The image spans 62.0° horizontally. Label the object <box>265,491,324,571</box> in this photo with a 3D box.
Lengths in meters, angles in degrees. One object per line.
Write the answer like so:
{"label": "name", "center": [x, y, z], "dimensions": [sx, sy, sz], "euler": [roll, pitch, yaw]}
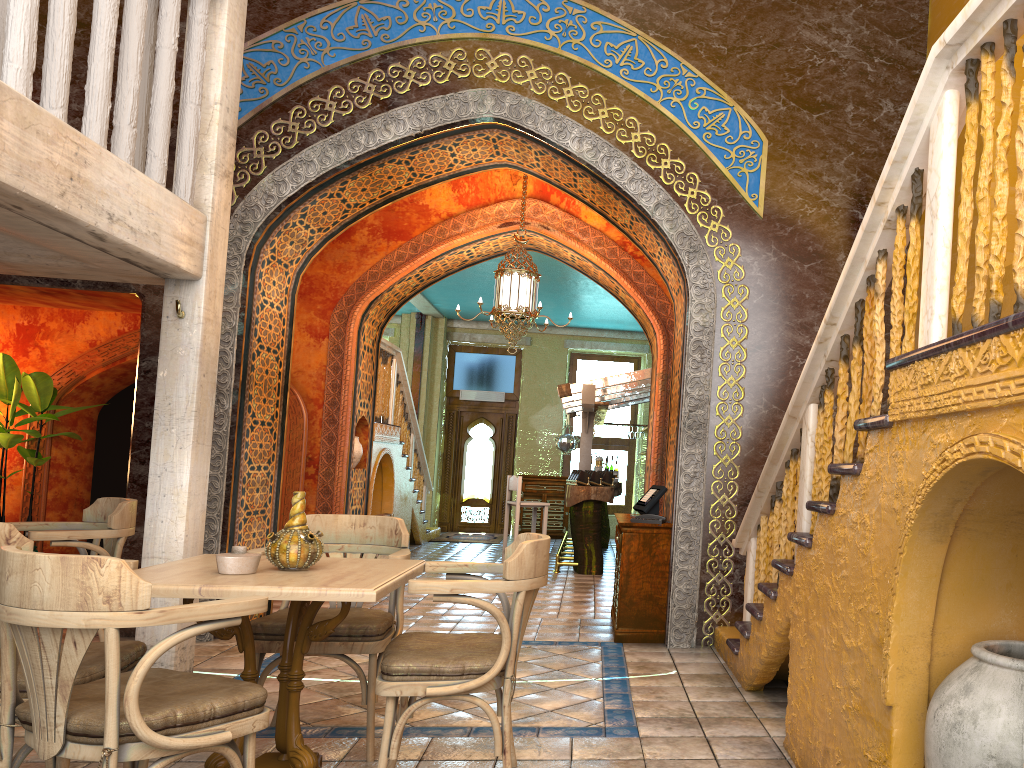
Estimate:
{"label": "object", "center": [-0.931, 0.632, 3.678], "dimensions": [0.228, 0.335, 0.236], "euler": [3, -3, 7]}

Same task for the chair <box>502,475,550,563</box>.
{"label": "chair", "center": [0.209, 2.009, 12.419], "dimensions": [0.547, 1.335, 0.455], "euler": [4, -3, -27]}

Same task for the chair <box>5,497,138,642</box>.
{"label": "chair", "center": [-2.725, 1.281, 5.127], "dimensions": [0.783, 1.178, 0.688], "euler": [6, -4, -42]}

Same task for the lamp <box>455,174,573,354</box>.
{"label": "lamp", "center": [0.081, -1.510, 9.467], "dimensions": [1.318, 2.364, 1.105], "euler": [3, -2, -2]}

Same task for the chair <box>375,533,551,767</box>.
{"label": "chair", "center": [-0.217, 1.277, 3.871], "dimensions": [0.728, 1.178, 0.749], "euler": [3, -3, -7]}

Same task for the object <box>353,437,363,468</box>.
{"label": "object", "center": [-1.985, 0.844, 10.551], "dimensions": [0.239, 0.384, 0.265], "euler": [2, -3, 16]}

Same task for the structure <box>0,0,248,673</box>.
{"label": "structure", "center": [-6.927, -1.818, 1.046], "dimensions": [10.060, 6.485, 6.772], "euler": [3, -4, -4]}

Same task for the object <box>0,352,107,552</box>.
{"label": "object", "center": [-5.293, 0.935, 9.265], "dimensions": [1.091, 2.421, 1.318], "euler": [2, -3, 24]}

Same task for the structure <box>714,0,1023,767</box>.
{"label": "structure", "center": [2.510, 0.552, 4.947], "dimensions": [1.855, 3.140, 6.411], "euler": [3, -5, 5]}

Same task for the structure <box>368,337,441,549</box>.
{"label": "structure", "center": [-2.467, 1.159, 13.853], "dimensions": [1.815, 3.140, 5.828], "euler": [3, -5, 4]}

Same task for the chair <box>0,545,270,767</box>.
{"label": "chair", "center": [-1.311, 1.133, 2.860], "dimensions": [0.711, 1.178, 0.762], "euler": [1, -3, 28]}

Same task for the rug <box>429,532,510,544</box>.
{"label": "rug", "center": [-0.804, 3.025, 16.832], "dimensions": [1.330, 0.039, 2.376], "euler": [2, -5, 2]}

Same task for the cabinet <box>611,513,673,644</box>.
{"label": "cabinet", "center": [1.198, 1.799, 8.055], "dimensions": [0.498, 1.052, 1.482], "euler": [3, -4, 4]}

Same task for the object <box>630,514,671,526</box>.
{"label": "object", "center": [1.216, 1.198, 7.531], "dimensions": [0.384, 0.087, 0.340], "euler": [1, -5, 13]}

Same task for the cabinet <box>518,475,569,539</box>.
{"label": "cabinet", "center": [0.669, 2.556, 17.647], "dimensions": [1.146, 1.303, 0.600], "euler": [3, -2, -5]}

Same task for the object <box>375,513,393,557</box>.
{"label": "object", "center": [-1.824, 2.089, 11.827], "dimensions": [0.152, 0.555, 0.876], "euler": [3, -4, 5]}

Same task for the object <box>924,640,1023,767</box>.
{"label": "object", "center": [1.762, 1.382, 2.919], "dimensions": [0.727, 0.929, 0.666], "euler": [3, -3, -8]}

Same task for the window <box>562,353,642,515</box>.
{"label": "window", "center": [1.913, 1.074, 18.289], "dimensions": [1.579, 3.418, 0.085], "euler": [3, -2, -8]}

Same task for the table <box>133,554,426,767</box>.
{"label": "table", "center": [-1.036, 1.300, 3.656], "dimensions": [1.077, 1.003, 1.038], "euler": [3, -4, -1]}

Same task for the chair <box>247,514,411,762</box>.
{"label": "chair", "center": [-0.955, 1.304, 4.515], "dimensions": [0.802, 1.178, 0.681], "euler": [3, -3, -3]}

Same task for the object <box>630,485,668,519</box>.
{"label": "object", "center": [1.281, 1.107, 7.989], "dimensions": [0.266, 0.318, 0.436], "euler": [3, -4, -8]}

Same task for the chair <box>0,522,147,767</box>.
{"label": "chair", "center": [-1.903, 1.150, 3.318], "dimensions": [0.728, 1.178, 0.749], "euler": [3, -3, -7]}

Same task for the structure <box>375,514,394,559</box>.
{"label": "structure", "center": [-1.837, 2.178, 11.839], "dimensions": [0.109, 0.688, 1.005], "euler": [3, -4, 5]}
